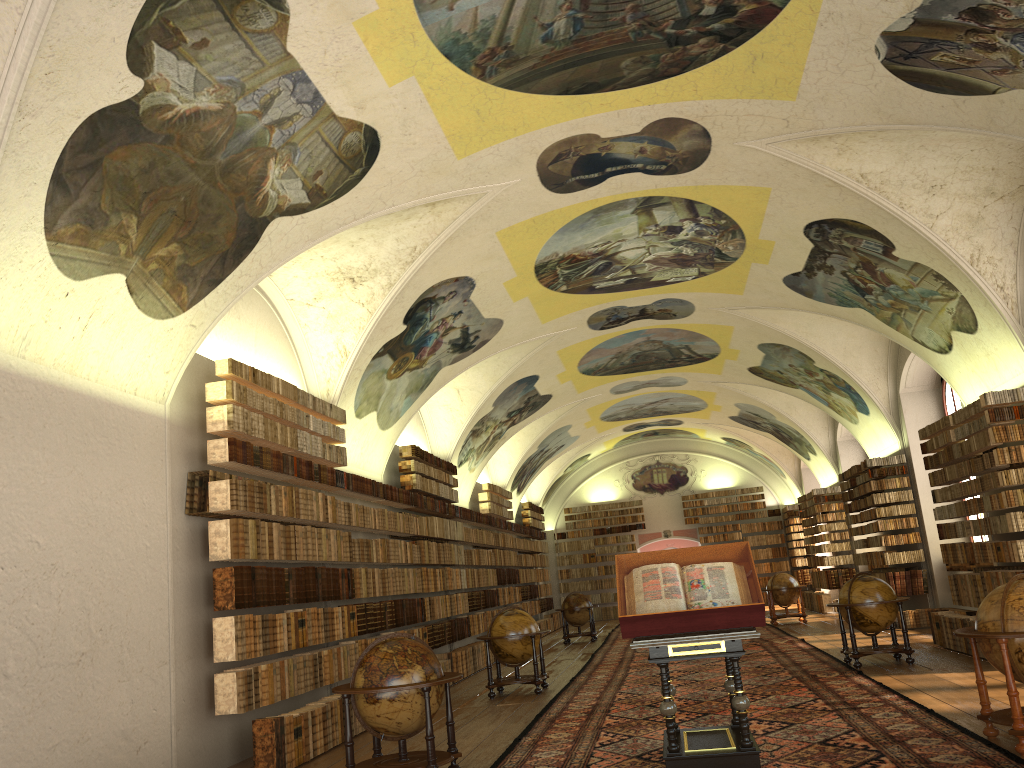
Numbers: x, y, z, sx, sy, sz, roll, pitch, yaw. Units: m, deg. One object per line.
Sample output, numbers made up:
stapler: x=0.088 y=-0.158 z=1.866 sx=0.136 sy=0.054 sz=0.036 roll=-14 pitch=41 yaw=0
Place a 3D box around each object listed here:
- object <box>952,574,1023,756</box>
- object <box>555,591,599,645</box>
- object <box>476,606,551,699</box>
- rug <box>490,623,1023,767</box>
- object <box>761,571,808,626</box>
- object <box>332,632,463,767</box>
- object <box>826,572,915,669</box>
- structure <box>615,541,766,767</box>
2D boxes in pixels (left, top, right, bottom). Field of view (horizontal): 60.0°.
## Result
object: x=4.631 y=2.404 z=7.804 sx=1.280 sy=1.443 sz=1.283 roll=6 pitch=-17 yaw=-43
object: x=1.915 y=6.761 z=25.757 sx=1.280 sy=1.443 sz=1.283 roll=4 pitch=-15 yaw=-38
object: x=0.050 y=4.538 z=15.161 sx=1.280 sy=1.443 sz=1.283 roll=6 pitch=-17 yaw=-43
rug: x=3.690 y=5.491 z=17.907 sx=4.706 sy=0.064 sz=37.041 roll=-8 pitch=-13 yaw=8
object: x=7.649 y=5.984 z=24.876 sx=1.280 sy=1.443 sz=1.283 roll=4 pitch=-15 yaw=-38
object: x=-1.096 y=3.177 z=8.672 sx=1.279 sy=1.443 sz=1.284 roll=1 pitch=-14 yaw=-28
object: x=5.778 y=3.765 z=14.293 sx=1.279 sy=1.443 sz=1.284 roll=1 pitch=-14 yaw=-28
structure: x=1.743 y=2.572 z=8.455 sx=1.246 sy=1.973 sz=1.898 roll=-8 pitch=-12 yaw=8
